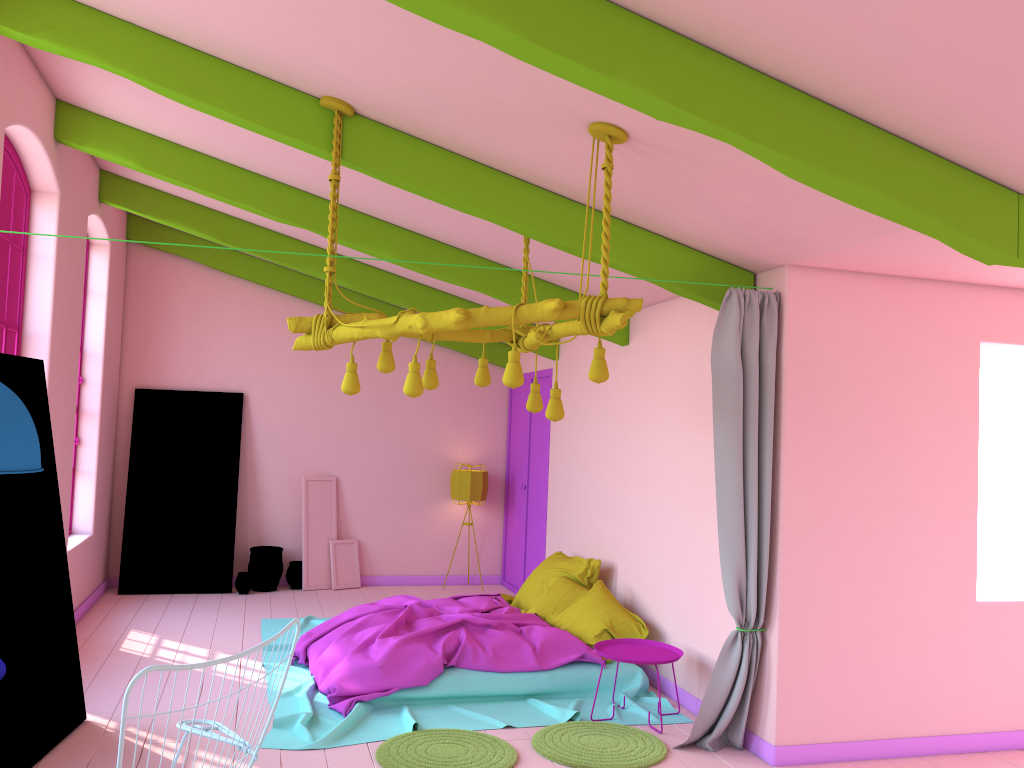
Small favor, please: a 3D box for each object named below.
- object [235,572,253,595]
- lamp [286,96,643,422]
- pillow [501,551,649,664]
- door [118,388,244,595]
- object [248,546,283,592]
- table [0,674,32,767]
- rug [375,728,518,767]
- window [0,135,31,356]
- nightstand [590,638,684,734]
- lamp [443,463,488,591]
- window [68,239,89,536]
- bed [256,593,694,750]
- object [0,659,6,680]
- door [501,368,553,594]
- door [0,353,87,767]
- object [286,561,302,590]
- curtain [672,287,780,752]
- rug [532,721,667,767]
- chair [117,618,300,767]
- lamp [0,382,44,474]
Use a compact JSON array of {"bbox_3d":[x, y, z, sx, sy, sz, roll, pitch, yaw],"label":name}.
[{"bbox_3d":[-2.923,2.176,9.676,0.199,0.234,0.199,0,-4,42],"label":"object"},{"bbox_3d":[-0.091,-0.948,4.635,1.611,2.263,1.776,4,-3,-34],"label":"lamp"},{"bbox_3d":[0.391,1.897,7.683,0.849,0.822,2.618,4,-3,-26],"label":"pillow"},{"bbox_3d":[-3.616,1.166,9.755,1.153,2.210,0.450,3,-3,-16],"label":"door"},{"bbox_3d":[-2.766,2.074,9.953,0.386,0.470,0.386,1,-3,27],"label":"object"},{"bbox_3d":[-1.981,1.515,2.451,0.655,0.820,2.193,3,-3,-16],"label":"table"},{"bbox_3d":[-0.374,2.125,5.098,0.793,0.021,0.792,4,-4,-33],"label":"rug"},{"bbox_3d":[-3.436,-0.158,5.801,0.214,3.008,1.514,3,-3,-16],"label":"window"},{"bbox_3d":[0.838,2.002,5.934,0.596,0.458,0.596,1,-3,22],"label":"nightstand"},{"bbox_3d":[-0.505,1.685,10.548,0.491,1.466,0.477,2,-3,14],"label":"lamp"},{"bbox_3d":[-4.097,-0.062,8.171,0.072,3.045,1.275,3,-3,-16],"label":"window"},{"bbox_3d":[-0.591,1.990,7.133,2.803,0.513,3.578,3,-3,-16],"label":"bed"},{"bbox_3d":[-2.028,1.051,3.428,0.132,0.219,0.132,2,-3,1],"label":"object"},{"bbox_3d":[0.158,1.160,10.192,0.108,2.589,1.678,3,-3,-16],"label":"door"},{"bbox_3d":[-2.729,0.931,4.897,0.450,2.210,1.154,3,-3,-6],"label":"door"},{"bbox_3d":[-2.450,2.183,10.116,0.260,0.306,0.261,1,-3,17],"label":"object"},{"bbox_3d":[1.352,0.827,5.408,0.519,2.784,0.525,4,-3,-35],"label":"curtain"},{"bbox_3d":[0.525,2.175,5.352,0.792,0.021,0.793,2,-3,12],"label":"rug"},{"bbox_3d":[-1.247,1.354,2.704,0.925,1.238,1.079,1,-3,19],"label":"chair"},{"bbox_3d":[-1.637,-0.748,2.655,0.528,2.001,0.529,2,-3,16],"label":"lamp"}]
